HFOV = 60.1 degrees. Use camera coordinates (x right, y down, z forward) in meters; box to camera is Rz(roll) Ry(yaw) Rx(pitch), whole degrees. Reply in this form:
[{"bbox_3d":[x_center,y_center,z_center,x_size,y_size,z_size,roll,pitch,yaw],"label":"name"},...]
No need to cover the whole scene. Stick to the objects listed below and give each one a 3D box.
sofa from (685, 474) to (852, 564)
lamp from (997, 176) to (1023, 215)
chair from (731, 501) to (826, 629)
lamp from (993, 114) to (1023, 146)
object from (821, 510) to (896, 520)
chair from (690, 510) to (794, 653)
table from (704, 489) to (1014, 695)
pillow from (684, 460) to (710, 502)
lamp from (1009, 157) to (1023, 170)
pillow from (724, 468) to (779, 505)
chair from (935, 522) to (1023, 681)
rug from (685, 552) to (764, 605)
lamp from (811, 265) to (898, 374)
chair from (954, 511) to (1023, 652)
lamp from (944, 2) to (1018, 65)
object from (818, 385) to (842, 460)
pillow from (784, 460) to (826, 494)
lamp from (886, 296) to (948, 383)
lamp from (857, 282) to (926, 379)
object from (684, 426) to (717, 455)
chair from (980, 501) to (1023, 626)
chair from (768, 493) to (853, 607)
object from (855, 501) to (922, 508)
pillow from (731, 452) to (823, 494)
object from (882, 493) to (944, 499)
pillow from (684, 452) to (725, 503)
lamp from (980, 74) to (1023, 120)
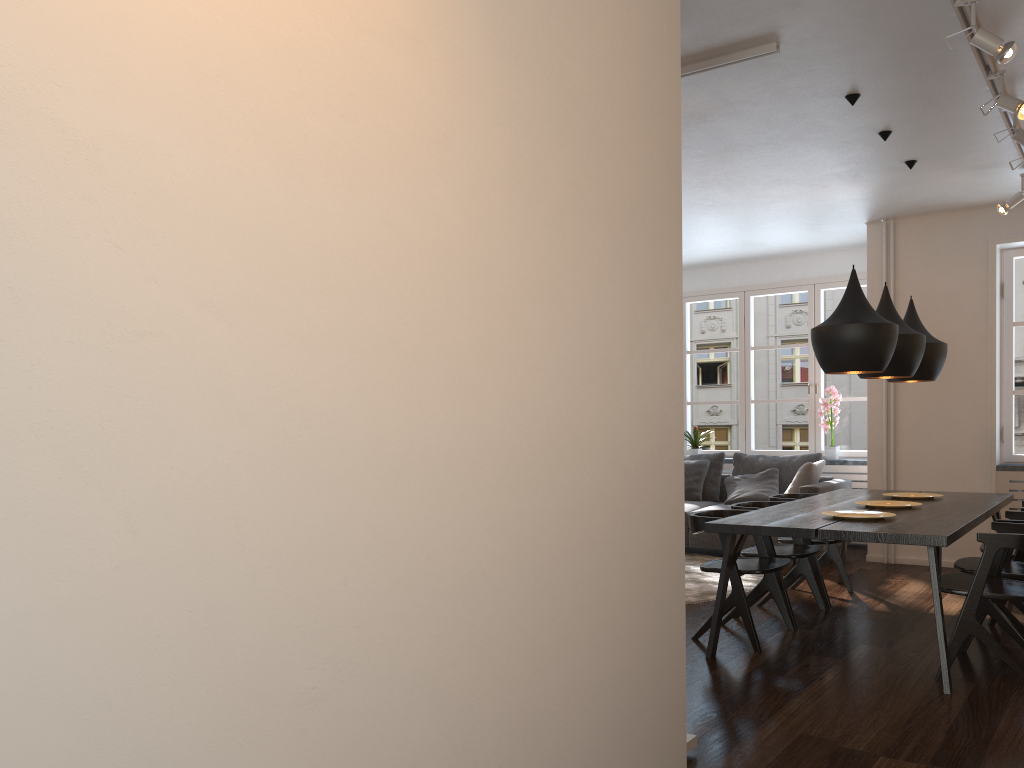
[{"bbox_3d":[1.190,1.187,7.883,3.069,0.672,2.039,-3,-3,35],"label":"sofa"},{"bbox_3d":[3.311,-1.234,5.785,0.251,0.240,0.085,-1,1,22],"label":"lamp"},{"bbox_3d":[1.602,1.064,5.336,0.520,0.672,0.593,-1,0,36],"label":"chair"},{"bbox_3d":[2.591,-1.283,4.501,0.250,0.240,0.085,-1,1,1],"label":"lamp"},{"bbox_3d":[1.765,0.670,4.506,0.356,0.017,0.356,-3,-3,38],"label":"object"},{"bbox_3d":[1.250,1.046,4.836,0.520,0.672,0.593,-1,0,33],"label":"chair"},{"bbox_3d":[2.114,1.039,5.070,1.107,0.679,2.500,-2,-3,35],"label":"table"},{"bbox_3d":[1.554,0.922,8.511,0.667,0.397,0.292,-2,0,35],"label":"pillow"},{"bbox_3d":[2.953,-1.265,5.029,0.251,0.239,0.085,-1,1,-14],"label":"lamp"},{"bbox_3d":[2.152,0.923,7.959,0.492,0.321,0.444,-1,-1,17],"label":"pillow"},{"bbox_3d":[2.234,0.997,4.087,0.520,0.672,0.593,-1,0,35],"label":"chair"},{"bbox_3d":[0.528,1.484,6.983,2.838,0.012,2.838,-2,-3,15],"label":"rug"},{"bbox_3d":[1.716,-0.327,4.441,0.411,0.542,0.411,-1,0,-7],"label":"lamp"},{"bbox_3d":[2.585,1.015,4.584,0.520,0.672,0.593,-1,0,33],"label":"chair"},{"bbox_3d":[1.770,-1.325,3.334,0.250,0.240,0.085,-1,1,6],"label":"lamp"},{"bbox_3d":[2.962,0.359,8.238,0.201,0.691,0.297,0,1,14],"label":"object"},{"bbox_3d":[2.456,0.855,7.475,0.286,0.415,0.494,-1,-1,34],"label":"pillow"},{"bbox_3d":[2.521,-0.286,5.581,0.410,0.542,0.411,-1,0,-21],"label":"lamp"},{"bbox_3d":[2.118,-0.306,5.011,0.411,0.542,0.410,-1,0,11],"label":"lamp"},{"bbox_3d":[1.886,0.589,8.989,0.376,0.329,0.322,-1,0,10],"label":"object"},{"bbox_3d":[3.017,1.035,5.148,0.520,0.672,0.593,-1,0,31],"label":"chair"},{"bbox_3d":[1.991,1.084,5.897,0.520,0.672,0.593,-1,0,34],"label":"chair"},{"bbox_3d":[2.150,0.689,5.051,0.356,0.017,0.356,-2,-3,16],"label":"object"},{"bbox_3d":[2.388,0.866,8.084,0.837,0.477,0.275,-2,0,36],"label":"pillow"},{"bbox_3d":[2.534,0.709,5.597,0.356,0.017,0.356,-3,-3,38],"label":"object"},{"bbox_3d":[1.648,0.900,8.619,0.840,0.475,0.276,-2,0,36],"label":"pillow"},{"bbox_3d":[2.555,-0.533,3.317,0.089,1.849,1.834,-1,0,-21],"label":"lamp"}]
